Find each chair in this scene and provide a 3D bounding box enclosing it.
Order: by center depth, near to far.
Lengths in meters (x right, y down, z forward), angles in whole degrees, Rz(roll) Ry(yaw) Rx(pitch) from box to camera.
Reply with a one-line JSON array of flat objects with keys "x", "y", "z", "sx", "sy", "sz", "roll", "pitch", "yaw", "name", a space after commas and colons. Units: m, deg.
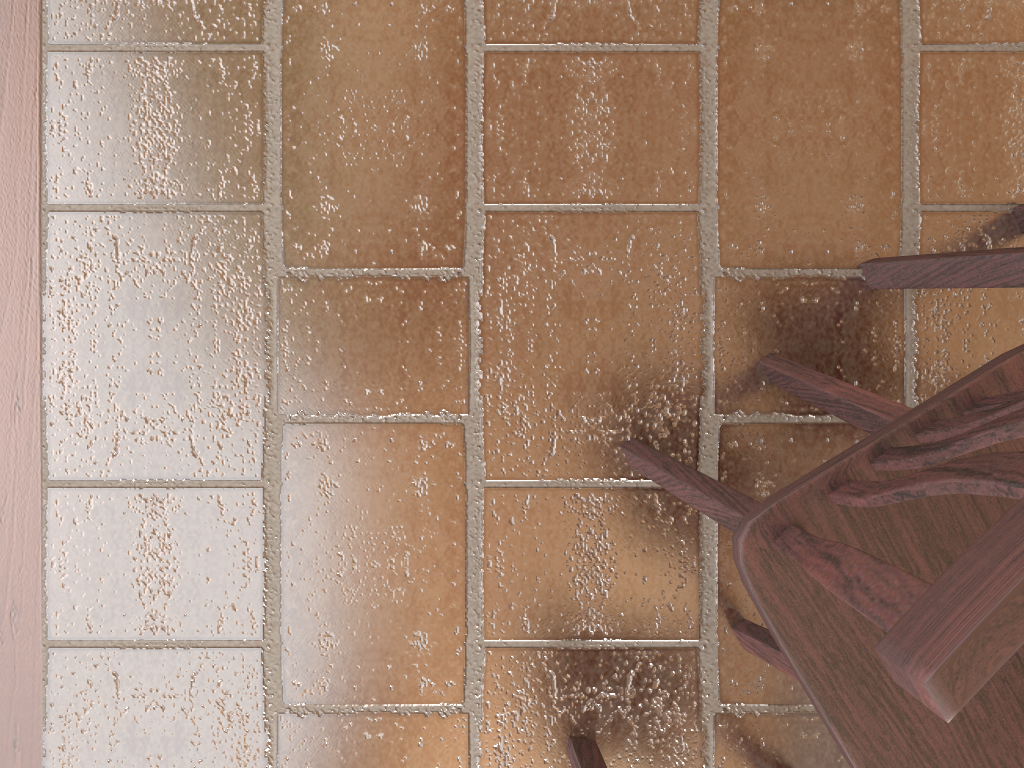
[{"x": 0.684, "y": 2.153, "z": 2.515, "sx": 1.259, "sy": 3.298, "sz": 1.016, "roll": 10, "pitch": 90, "yaw": 0, "name": "chair"}, {"x": 2.197, "y": -0.243, "z": 2.515, "sx": 1.016, "sy": 3.298, "sz": 1.259, "roll": -20, "pitch": 90, "yaw": 0, "name": "chair"}, {"x": 1.122, "y": 0.495, "z": 2.515, "sx": 1.016, "sy": 3.298, "sz": 1.259, "roll": -32, "pitch": 90, "yaw": 0, "name": "chair"}]
